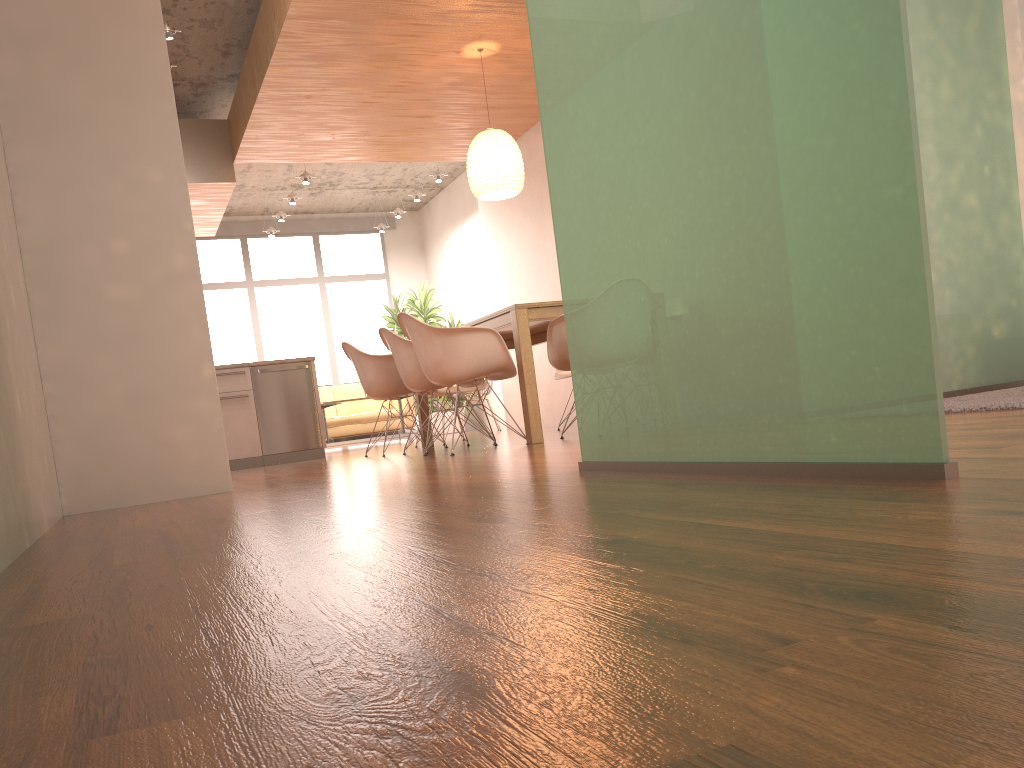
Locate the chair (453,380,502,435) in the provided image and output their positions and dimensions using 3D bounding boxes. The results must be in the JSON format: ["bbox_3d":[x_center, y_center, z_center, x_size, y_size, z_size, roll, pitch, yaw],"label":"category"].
[{"bbox_3d":[-0.395,0.107,10.025,0.560,0.905,0.541,-7,2,-4],"label":"chair"}]

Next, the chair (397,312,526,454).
[{"bbox_3d":[-0.321,-0.029,5.320,0.637,0.853,0.688,-8,2,-29],"label":"chair"}]

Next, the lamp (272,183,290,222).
[{"bbox_3d":[-2.914,-2.278,11.053,0.135,0.485,0.196,-5,4,34],"label":"lamp"}]

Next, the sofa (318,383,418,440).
[{"bbox_3d":[-2.251,0.420,11.567,1.788,0.842,0.882,-7,1,-23],"label":"sofa"}]

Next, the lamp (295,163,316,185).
[{"bbox_3d":[-2.256,-2.407,9.546,0.135,0.485,0.196,-5,4,34],"label":"lamp"}]

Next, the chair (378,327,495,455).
[{"bbox_3d":[-0.531,0.024,5.986,0.637,0.865,0.688,-8,2,-29],"label":"chair"}]

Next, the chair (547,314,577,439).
[{"bbox_3d":[0.585,-0.140,5.237,0.678,0.866,0.646,-8,2,-29],"label":"chair"}]

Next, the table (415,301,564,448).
[{"bbox_3d":[0.116,-0.027,6.237,1.018,0.813,2.083,-7,-1,-24],"label":"table"}]

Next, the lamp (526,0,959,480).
[{"bbox_3d":[-0.068,-1.333,5.462,0.444,3.411,8.215,-8,-1,-6],"label":"lamp"}]

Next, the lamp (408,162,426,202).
[{"bbox_3d":[-1.196,-2.502,10.896,0.135,0.485,0.196,-5,4,34],"label":"lamp"}]

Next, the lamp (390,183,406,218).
[{"bbox_3d":[-1.525,-2.438,11.649,0.135,0.485,0.196,-5,4,34],"label":"lamp"}]

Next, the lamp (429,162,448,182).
[{"bbox_3d":[-0.867,-2.567,10.143,0.135,0.485,0.196,-5,4,34],"label":"lamp"}]

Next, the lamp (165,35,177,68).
[{"bbox_3d":[-2.535,-2.476,6.361,0.104,0.473,0.151,-5,4,34],"label":"lamp"}]

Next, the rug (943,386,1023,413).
[{"bbox_3d":[2.379,-0.004,3.003,1.270,0.009,2.082,-7,-2,-24],"label":"rug"}]

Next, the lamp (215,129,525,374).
[{"bbox_3d":[-1.784,-0.905,6.874,3.192,1.354,3.082,-7,-1,-24],"label":"lamp"}]

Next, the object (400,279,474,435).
[{"bbox_3d":[-0.998,-0.358,12.162,0.963,2.116,1.079,-8,3,-11],"label":"object"}]

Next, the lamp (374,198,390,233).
[{"bbox_3d":[-1.854,-2.373,12.403,0.135,0.485,0.196,-5,4,34],"label":"lamp"}]

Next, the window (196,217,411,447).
[{"bbox_3d":[-5.451,-0.424,11.726,8.497,3.298,0.062,-7,3,-23],"label":"window"}]

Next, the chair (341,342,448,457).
[{"bbox_3d":[-0.898,0.089,6.600,0.637,0.865,0.688,-8,2,-29],"label":"chair"}]

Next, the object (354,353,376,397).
[{"bbox_3d":[-1.714,-0.126,10.365,0.295,0.593,0.372,-9,3,-29],"label":"object"}]

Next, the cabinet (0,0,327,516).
[{"bbox_3d":[-2.085,-0.490,6.097,1.900,2.285,4.265,-8,0,-24],"label":"cabinet"}]

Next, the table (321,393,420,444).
[{"bbox_3d":[-1.729,0.459,10.396,1.857,0.562,0.944,-7,0,-23],"label":"table"}]

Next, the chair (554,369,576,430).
[{"bbox_3d":[0.681,-0.098,7.087,0.638,0.865,0.687,-8,2,-24],"label":"chair"}]

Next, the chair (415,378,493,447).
[{"bbox_3d":[-0.567,0.076,7.557,0.676,0.865,0.647,-9,2,-39],"label":"chair"}]

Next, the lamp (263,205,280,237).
[{"bbox_3d":[-3.243,-2.214,11.806,0.135,0.485,0.196,-5,4,34],"label":"lamp"}]

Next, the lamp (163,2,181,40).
[{"bbox_3d":[-2.307,-2.520,5.839,0.104,0.473,0.151,-5,4,34],"label":"lamp"}]

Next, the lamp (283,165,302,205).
[{"bbox_3d":[-2.585,-2.343,10.300,0.135,0.485,0.196,-5,4,34],"label":"lamp"}]

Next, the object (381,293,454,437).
[{"bbox_3d":[-1.283,-0.303,12.778,1.078,2.116,0.963,-7,3,-5],"label":"object"}]
